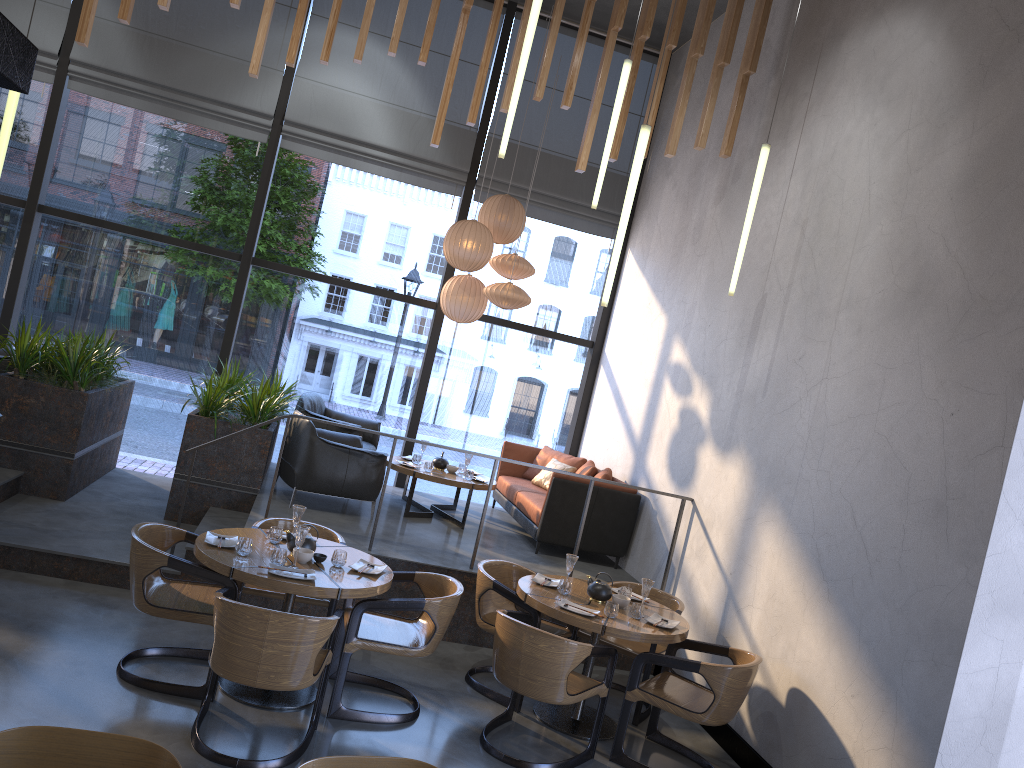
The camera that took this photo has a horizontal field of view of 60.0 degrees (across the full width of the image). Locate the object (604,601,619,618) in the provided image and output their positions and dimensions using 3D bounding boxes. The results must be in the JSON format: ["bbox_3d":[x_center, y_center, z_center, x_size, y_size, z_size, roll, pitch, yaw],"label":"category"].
[{"bbox_3d":[0.588,1.335,5.238,0.086,0.086,0.086,13,1,-41],"label":"object"}]

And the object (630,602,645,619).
[{"bbox_3d":[0.757,1.373,5.359,0.086,0.086,0.086,13,1,-37],"label":"object"}]

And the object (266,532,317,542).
[{"bbox_3d":[-1.331,0.914,5.317,0.294,0.025,0.170,13,1,-28],"label":"object"}]

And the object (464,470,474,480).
[{"bbox_3d":[-0.396,0.844,8.201,0.086,0.086,0.086,13,1,-8],"label":"object"}]

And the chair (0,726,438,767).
[{"bbox_3d":[0.633,1.693,0.235,2.787,1.047,5.395,13,1,-35],"label":"chair"}]

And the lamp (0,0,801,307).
[{"bbox_3d":[-0.858,-5.420,0.843,8.975,10.231,8.774,13,1,-14],"label":"lamp"}]

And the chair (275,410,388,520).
[{"bbox_3d":[-1.581,0.674,7.717,0.833,0.743,1.030,13,1,-27],"label":"chair"}]

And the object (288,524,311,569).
[{"bbox_3d":[-1.132,0.865,4.699,0.082,0.227,0.082,13,1,-43],"label":"object"}]

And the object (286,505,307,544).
[{"bbox_3d":[-1.268,0.827,5.189,0.082,0.227,0.082,13,1,8],"label":"object"}]

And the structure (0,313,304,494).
[{"bbox_3d":[-6.557,-0.317,2.704,4.306,1.608,15.715,14,1,26],"label":"structure"}]

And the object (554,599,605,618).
[{"bbox_3d":[0.404,1.324,5.189,0.294,0.025,0.170,14,1,26],"label":"object"}]

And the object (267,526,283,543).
[{"bbox_3d":[-1.371,0.876,5.132,0.086,0.086,0.086,13,1,-30],"label":"object"}]

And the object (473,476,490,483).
[{"bbox_3d":[-0.308,0.895,8.318,0.170,0.025,0.294,13,1,-32],"label":"object"}]

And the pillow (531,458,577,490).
[{"bbox_3d":[0.422,0.937,9.145,0.289,0.311,0.393,13,1,-32],"label":"pillow"}]

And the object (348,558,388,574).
[{"bbox_3d":[-0.818,1.039,4.991,0.170,0.025,0.294,13,1,7],"label":"object"}]

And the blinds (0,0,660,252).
[{"bbox_3d":[-6.613,-4.405,4.624,8.760,2.314,17.610,14,1,31],"label":"blinds"}]

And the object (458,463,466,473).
[{"bbox_3d":[-0.482,0.819,8.604,0.086,0.086,0.086,13,1,-8],"label":"object"}]

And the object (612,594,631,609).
[{"bbox_3d":[0.678,1.363,5.541,0.116,0.065,0.116,13,1,13],"label":"object"}]

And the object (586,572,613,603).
[{"bbox_3d":[0.559,1.275,5.597,0.168,0.179,0.163,13,1,-8],"label":"object"}]

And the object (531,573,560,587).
[{"bbox_3d":[0.217,1.273,5.702,0.170,0.025,0.294,13,1,13],"label":"object"}]

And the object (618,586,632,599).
[{"bbox_3d":[0.733,1.362,5.740,0.086,0.086,0.086,13,1,-19],"label":"object"}]

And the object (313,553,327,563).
[{"bbox_3d":[-1.071,0.972,4.932,0.080,0.042,0.080,14,1,42],"label":"object"}]

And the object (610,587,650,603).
[{"bbox_3d":[0.794,1.406,5.888,0.170,0.025,0.294,13,1,-42],"label":"object"}]

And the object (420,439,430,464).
[{"bbox_3d":[-0.864,0.656,8.585,0.082,0.227,0.082,13,1,-31],"label":"object"}]

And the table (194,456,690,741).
[{"bbox_3d":[-4.091,0.563,4.787,10.659,0.968,6.876,13,1,-12],"label":"table"}]

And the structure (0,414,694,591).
[{"bbox_3d":[-3.023,-0.883,1.236,11.718,4.117,9.054,13,1,-13],"label":"structure"}]

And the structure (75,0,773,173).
[{"bbox_3d":[-2.411,-1.531,1.219,10.399,5.894,10.127,13,1,-13],"label":"structure"}]

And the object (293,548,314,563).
[{"bbox_3d":[-1.147,0.943,4.857,0.116,0.065,0.116,13,1,-34],"label":"object"}]

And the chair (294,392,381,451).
[{"bbox_3d":[-1.800,0.527,8.917,0.833,0.743,1.030,13,1,2],"label":"chair"}]

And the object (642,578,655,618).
[{"bbox_3d":[0.810,1.311,5.435,0.082,0.227,0.082,13,1,10],"label":"object"}]

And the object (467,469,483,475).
[{"bbox_3d":[-0.397,0.869,8.737,0.170,0.025,0.294,13,1,-32],"label":"object"}]

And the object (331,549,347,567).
[{"bbox_3d":[-0.964,0.974,4.946,0.086,0.086,0.086,13,1,-10],"label":"object"}]

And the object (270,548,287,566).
[{"bbox_3d":[-1.229,0.915,4.678,0.086,0.086,0.086,13,1,13],"label":"object"}]

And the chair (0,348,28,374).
[{"bbox_3d":[-4.875,-0.106,8.171,0.833,0.743,1.030,13,1,-27],"label":"chair"}]

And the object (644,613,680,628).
[{"bbox_3d":[0.897,1.438,5.340,0.170,0.025,0.294,14,1,25],"label":"object"}]

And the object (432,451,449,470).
[{"bbox_3d":[-0.678,0.726,8.498,0.168,0.179,0.163,14,1,43],"label":"object"}]

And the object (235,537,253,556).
[{"bbox_3d":[-1.428,0.868,4.730,0.086,0.086,0.086,13,1,13],"label":"object"}]

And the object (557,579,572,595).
[{"bbox_3d":[0.329,1.270,5.545,0.086,0.086,0.086,13,1,11],"label":"object"}]

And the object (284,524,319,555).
[{"bbox_3d":[-1.178,0.875,4.998,0.168,0.179,0.163,14,1,25],"label":"object"}]

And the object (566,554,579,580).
[{"bbox_3d":[0.360,1.203,5.649,0.082,0.227,0.082,13,1,-41],"label":"object"}]

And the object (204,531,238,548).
[{"bbox_3d":[-1.587,0.861,4.835,0.170,0.025,0.294,13,1,-15],"label":"object"}]

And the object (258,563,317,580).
[{"bbox_3d":[-1.155,0.966,4.551,0.294,0.025,0.170,13,1,-15],"label":"object"}]

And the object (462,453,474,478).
[{"bbox_3d":[-0.423,0.764,8.273,0.082,0.227,0.082,14,1,30],"label":"object"}]

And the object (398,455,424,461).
[{"bbox_3d":[-0.997,0.729,8.659,0.170,0.025,0.294,14,1,23],"label":"object"}]

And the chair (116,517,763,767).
[{"bbox_3d":[-3.138,0.913,3.420,9.749,0.759,4.352,13,1,-11],"label":"chair"}]

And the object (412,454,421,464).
[{"bbox_3d":[-0.913,0.719,8.485,0.086,0.086,0.086,14,1,25],"label":"object"}]

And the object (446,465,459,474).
[{"bbox_3d":[-0.570,0.812,8.418,0.116,0.065,0.116,13,1,17],"label":"object"}]

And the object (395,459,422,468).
[{"bbox_3d":[-0.946,0.747,8.173,0.170,0.025,0.294,13,1,-32],"label":"object"}]

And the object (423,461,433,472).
[{"bbox_3d":[-0.765,0.759,8.117,0.086,0.086,0.086,13,1,-8],"label":"object"}]

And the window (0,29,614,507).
[{"bbox_3d":[-3.321,-1.758,2.534,12.739,5.897,12.900,13,1,-13],"label":"window"}]
